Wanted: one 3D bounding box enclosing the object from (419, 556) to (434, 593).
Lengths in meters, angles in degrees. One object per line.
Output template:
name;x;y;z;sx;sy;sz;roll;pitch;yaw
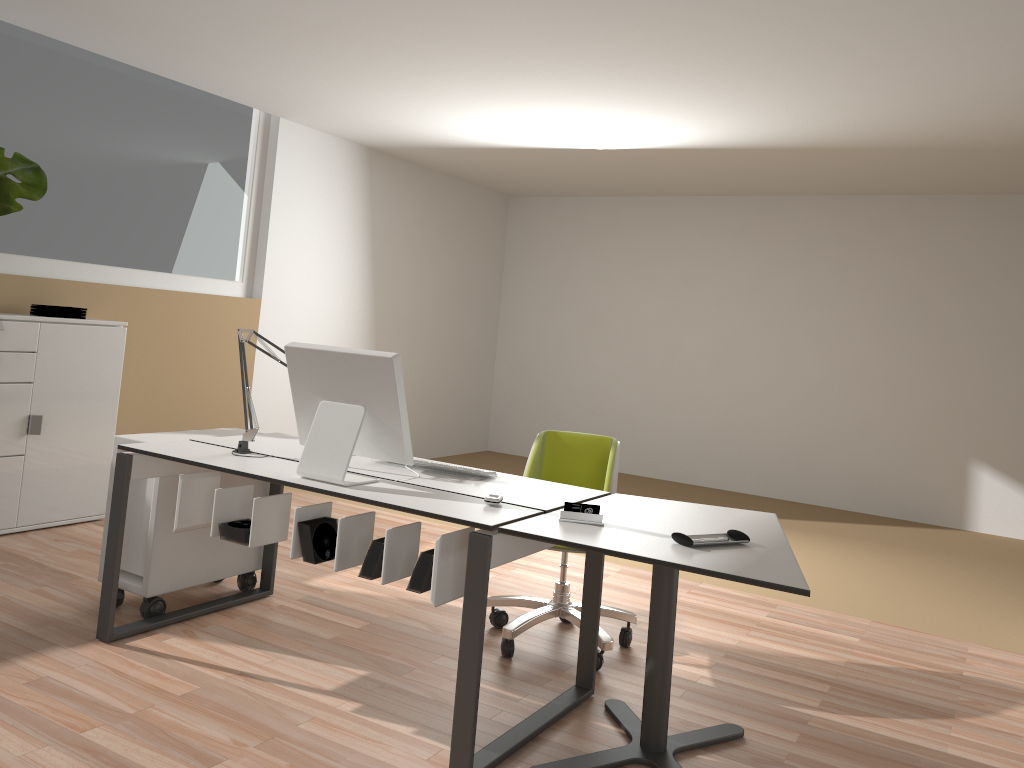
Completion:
object;-0.208;0.538;2.539;0.040;0.114;0.132;3;-1;30

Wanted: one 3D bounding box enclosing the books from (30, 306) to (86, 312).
books;-2.461;-0.409;4.779;0.158;0.008;0.221;7;4;30

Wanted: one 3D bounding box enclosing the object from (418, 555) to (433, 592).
object;-0.212;0.537;2.542;0.040;0.114;0.132;3;-1;30

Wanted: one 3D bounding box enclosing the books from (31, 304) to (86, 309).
books;-2.456;-0.419;4.781;0.158;0.006;0.221;7;4;30

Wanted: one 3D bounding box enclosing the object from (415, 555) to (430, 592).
object;-0.220;0.536;2.546;0.040;0.114;0.132;3;-1;30

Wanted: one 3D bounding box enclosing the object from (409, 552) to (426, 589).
object;-0.240;0.534;2.558;0.040;0.114;0.132;3;-1;30

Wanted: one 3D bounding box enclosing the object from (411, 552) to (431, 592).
object;-0.232;0.535;2.553;0.040;0.114;0.132;3;-1;30

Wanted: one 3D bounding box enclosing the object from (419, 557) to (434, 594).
object;-0.207;0.537;2.538;0.040;0.114;0.132;3;-1;30

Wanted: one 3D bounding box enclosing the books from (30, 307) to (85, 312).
books;-2.461;-0.404;4.779;0.158;0.008;0.221;7;4;30

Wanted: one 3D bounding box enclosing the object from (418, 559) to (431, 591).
object;-0.213;0.537;2.542;0.040;0.114;0.132;3;-1;30

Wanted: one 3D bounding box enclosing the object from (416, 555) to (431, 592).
object;-0.218;0.536;2.545;0.040;0.114;0.132;3;-1;30

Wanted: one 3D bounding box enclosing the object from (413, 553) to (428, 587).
object;-0.231;0.535;2.552;0.040;0.114;0.132;3;-1;30

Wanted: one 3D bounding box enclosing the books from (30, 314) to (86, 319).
books;-2.462;-0.365;4.773;0.158;0.007;0.221;7;4;30

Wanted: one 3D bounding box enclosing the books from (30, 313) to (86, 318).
books;-2.462;-0.370;4.775;0.158;0.006;0.221;7;4;30

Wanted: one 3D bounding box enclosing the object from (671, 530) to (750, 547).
object;0.543;0.420;2.403;0.214;0.031;0.090;3;3;-30

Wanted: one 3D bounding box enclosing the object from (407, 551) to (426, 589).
object;-0.246;0.533;2.561;0.040;0.114;0.132;3;-1;30

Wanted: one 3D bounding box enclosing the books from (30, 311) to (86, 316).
books;-2.462;-0.381;4.774;0.158;0.007;0.221;7;4;28

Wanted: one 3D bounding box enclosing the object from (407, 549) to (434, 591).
object;-0.244;0.533;2.560;0.040;0.114;0.132;3;-1;30

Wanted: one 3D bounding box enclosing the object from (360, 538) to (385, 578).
object;-0.393;0.515;2.648;0.040;0.114;0.132;3;-1;30

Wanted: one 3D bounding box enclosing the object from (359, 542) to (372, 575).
object;-0.399;0.515;2.651;0.040;0.114;0.132;3;-1;30

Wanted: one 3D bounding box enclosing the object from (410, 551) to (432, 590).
object;-0.236;0.534;2.556;0.040;0.114;0.132;3;-1;30

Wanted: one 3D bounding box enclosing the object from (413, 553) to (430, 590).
object;-0.228;0.535;2.551;0.040;0.114;0.132;3;-1;30

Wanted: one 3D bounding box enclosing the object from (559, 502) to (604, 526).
object;0.203;0.370;2.546;0.130;0.056;0.049;5;-1;6

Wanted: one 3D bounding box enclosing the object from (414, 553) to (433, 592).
object;-0.223;0.536;2.548;0.040;0.114;0.132;3;-1;30

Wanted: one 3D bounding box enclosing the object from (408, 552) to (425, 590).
object;-0.242;0.534;2.559;0.040;0.114;0.132;3;-1;30

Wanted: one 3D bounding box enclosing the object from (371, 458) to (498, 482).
object;-0.341;0.323;3.137;0.457;0.080;0.386;6;3;25

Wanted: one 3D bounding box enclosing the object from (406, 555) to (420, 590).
object;-0.248;0.533;2.563;0.040;0.114;0.132;3;-1;30

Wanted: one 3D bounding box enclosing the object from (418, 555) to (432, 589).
object;-0.215;0.537;2.543;0.040;0.114;0.132;3;-1;30

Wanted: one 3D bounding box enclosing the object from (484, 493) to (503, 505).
object;-0.056;0.351;2.690;0.047;0.021;0.084;5;3;9

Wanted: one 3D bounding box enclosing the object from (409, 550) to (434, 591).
object;-0.238;0.534;2.557;0.040;0.114;0.132;3;-1;30

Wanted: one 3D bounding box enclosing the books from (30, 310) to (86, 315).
books;-2.460;-0.387;4.777;0.158;0.006;0.221;7;4;30

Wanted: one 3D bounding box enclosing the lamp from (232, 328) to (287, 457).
lamp;-0.778;0.080;3.252;0.539;0.533;0.139;5;-3;-4

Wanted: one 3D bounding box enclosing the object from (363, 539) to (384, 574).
object;-0.387;0.516;2.644;0.040;0.114;0.132;3;-1;30

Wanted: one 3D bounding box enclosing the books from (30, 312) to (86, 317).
books;-2.462;-0.375;4.775;0.158;0.006;0.221;7;4;30

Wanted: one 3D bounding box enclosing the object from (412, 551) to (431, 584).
object;-0.237;0.534;2.556;0.040;0.114;0.132;3;-1;30

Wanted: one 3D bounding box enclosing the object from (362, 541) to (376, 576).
object;-0.389;0.516;2.645;0.040;0.114;0.132;3;-1;30

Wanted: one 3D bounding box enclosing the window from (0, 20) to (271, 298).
window;-2.715;-1.493;4.840;0.045;1.805;3.615;3;1;30

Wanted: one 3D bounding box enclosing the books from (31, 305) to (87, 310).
books;-2.456;-0.414;4.779;0.158;0.007;0.221;7;4;30

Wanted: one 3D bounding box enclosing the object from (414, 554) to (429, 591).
object;-0.224;0.536;2.549;0.040;0.114;0.132;3;-1;30

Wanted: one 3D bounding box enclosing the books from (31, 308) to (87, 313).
books;-2.459;-0.398;4.776;0.158;0.006;0.221;7;4;31

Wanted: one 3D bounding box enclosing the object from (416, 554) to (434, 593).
object;-0.216;0.537;2.544;0.040;0.114;0.132;3;-1;30

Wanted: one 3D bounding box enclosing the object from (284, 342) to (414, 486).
object;-0.548;0.095;2.896;0.468;0.434;0.196;5;-2;30

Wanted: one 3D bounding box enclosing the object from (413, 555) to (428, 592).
object;-0.226;0.535;2.550;0.040;0.114;0.132;3;-1;30

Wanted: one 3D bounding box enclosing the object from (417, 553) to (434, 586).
object;-0.221;0.536;2.547;0.040;0.114;0.132;3;-1;30

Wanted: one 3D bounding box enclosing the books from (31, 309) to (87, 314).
books;-2.460;-0.392;4.777;0.158;0.006;0.221;7;4;30

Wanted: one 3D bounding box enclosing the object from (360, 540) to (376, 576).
object;-0.395;0.515;2.649;0.040;0.114;0.132;3;-1;30

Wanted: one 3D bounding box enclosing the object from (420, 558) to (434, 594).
object;-0.206;0.538;2.538;0.040;0.114;0.132;3;-1;30

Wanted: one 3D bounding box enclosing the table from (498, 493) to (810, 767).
table;0.504;0.768;2.579;0.813;0.692;0.921;5;1;27

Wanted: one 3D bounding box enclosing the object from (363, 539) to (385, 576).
object;-0.385;0.516;2.643;0.040;0.114;0.132;3;-1;30

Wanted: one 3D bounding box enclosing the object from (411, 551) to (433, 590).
object;-0.234;0.534;2.554;0.040;0.114;0.132;3;-1;30

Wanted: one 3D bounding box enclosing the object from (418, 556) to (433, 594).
object;-0.210;0.537;2.540;0.040;0.114;0.132;3;-1;30

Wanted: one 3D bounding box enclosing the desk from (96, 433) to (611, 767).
desk;-0.574;0.644;3.114;1.607;0.691;0.799;6;1;30

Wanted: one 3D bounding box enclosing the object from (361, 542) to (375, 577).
object;-0.391;0.516;2.647;0.040;0.114;0.132;3;-1;30

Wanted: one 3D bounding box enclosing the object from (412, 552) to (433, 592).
object;-0.229;0.535;2.551;0.040;0.114;0.132;3;-1;30

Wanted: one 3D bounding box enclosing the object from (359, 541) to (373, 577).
object;-0.397;0.515;2.650;0.040;0.114;0.132;3;-1;30

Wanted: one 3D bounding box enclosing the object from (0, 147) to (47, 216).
object;-2.731;-0.781;4.264;0.266;0.850;0.852;3;-1;27
